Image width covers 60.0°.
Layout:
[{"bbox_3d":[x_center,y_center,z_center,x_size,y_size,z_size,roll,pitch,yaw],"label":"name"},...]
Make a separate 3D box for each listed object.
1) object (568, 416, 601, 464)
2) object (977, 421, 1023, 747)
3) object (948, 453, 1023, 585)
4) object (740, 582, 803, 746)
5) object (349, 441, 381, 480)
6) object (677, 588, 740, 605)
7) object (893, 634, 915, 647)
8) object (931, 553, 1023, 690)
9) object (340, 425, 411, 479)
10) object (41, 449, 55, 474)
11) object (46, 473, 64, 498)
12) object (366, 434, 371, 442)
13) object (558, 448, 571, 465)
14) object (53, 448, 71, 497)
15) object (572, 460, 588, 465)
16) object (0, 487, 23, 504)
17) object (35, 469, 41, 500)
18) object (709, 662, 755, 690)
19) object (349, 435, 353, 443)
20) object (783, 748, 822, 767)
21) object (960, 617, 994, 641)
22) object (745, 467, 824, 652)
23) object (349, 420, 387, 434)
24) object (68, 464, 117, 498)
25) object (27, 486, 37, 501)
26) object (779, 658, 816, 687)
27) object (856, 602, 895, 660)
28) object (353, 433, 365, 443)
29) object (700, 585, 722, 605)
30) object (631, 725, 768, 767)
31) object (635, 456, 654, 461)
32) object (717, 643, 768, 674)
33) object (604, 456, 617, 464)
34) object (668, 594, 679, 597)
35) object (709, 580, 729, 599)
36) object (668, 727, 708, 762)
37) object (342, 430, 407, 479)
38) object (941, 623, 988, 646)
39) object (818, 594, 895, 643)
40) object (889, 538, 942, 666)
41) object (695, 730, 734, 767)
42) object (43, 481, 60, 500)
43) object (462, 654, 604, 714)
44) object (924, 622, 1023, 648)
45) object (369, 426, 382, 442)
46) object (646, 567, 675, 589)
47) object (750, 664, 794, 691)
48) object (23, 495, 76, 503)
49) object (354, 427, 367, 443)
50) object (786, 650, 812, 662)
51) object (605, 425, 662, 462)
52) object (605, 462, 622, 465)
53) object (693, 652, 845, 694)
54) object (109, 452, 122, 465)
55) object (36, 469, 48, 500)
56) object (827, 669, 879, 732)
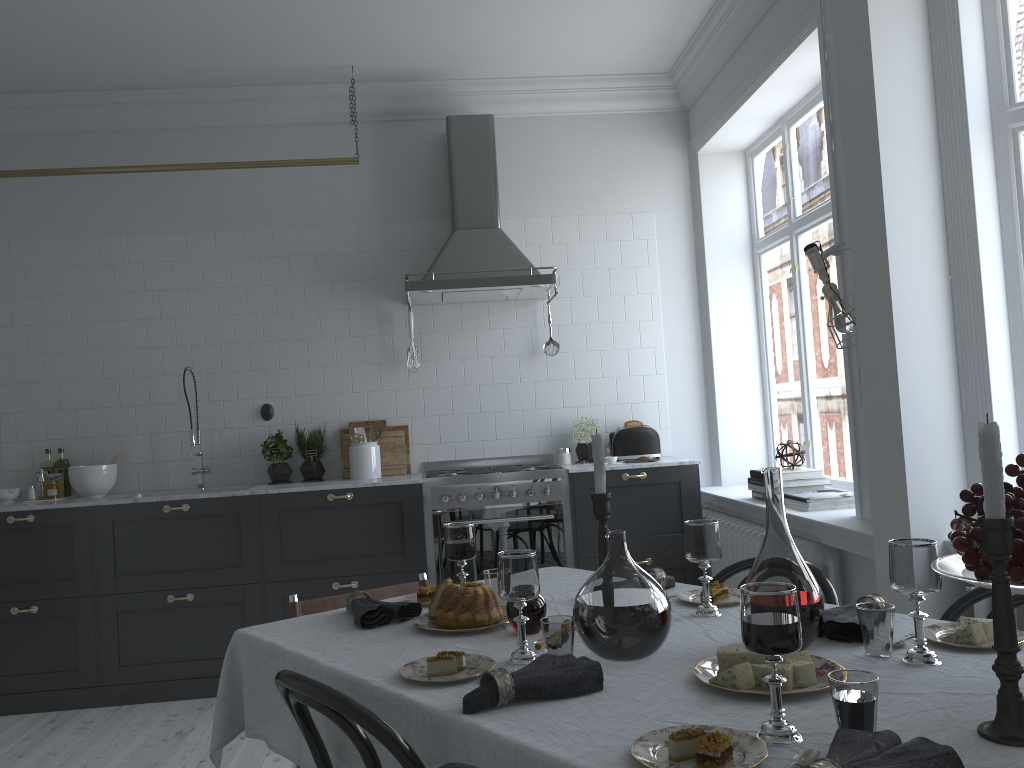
[{"bbox_3d":[0.433,0.324,5.231,0.210,0.283,0.220,-4,-2,8],"label":"object"},{"bbox_3d":[0.675,0.267,1.226,0.089,0.432,0.089,-4,-2,18],"label":"object"},{"bbox_3d":[0.867,0.219,1.407,0.347,0.215,0.318,-2,-3,-43],"label":"object"},{"bbox_3d":[0.374,0.399,1.268,0.083,0.215,0.083,-4,-2,0],"label":"object"},{"bbox_3d":[-0.839,0.437,5.066,0.174,0.208,0.174,-3,-2,-9],"label":"object"},{"bbox_3d":[0.501,0.527,2.185,0.182,0.013,0.182,-3,-2,-5],"label":"object"},{"bbox_3d":[0.757,0.492,1.714,0.031,0.012,0.131,-5,-3,38],"label":"object"},{"bbox_3d":[0.877,0.384,1.412,0.367,0.188,0.367,-5,-3,36],"label":"object"},{"bbox_3d":[-0.805,0.401,5.242,0.400,0.290,0.030,-3,-2,-5],"label":"object"},{"bbox_3d":[-2.636,0.511,5.049,0.066,0.282,0.066,-3,-2,-10],"label":"object"},{"bbox_3d":[-2.573,0.575,4.996,0.077,0.141,0.044,-3,-2,-5],"label":"object"},{"bbox_3d":[-0.818,0.413,5.110,0.050,0.247,0.114,-2,-3,-40],"label":"object"},{"bbox_3d":[0.312,0.426,5.231,0.072,0.095,0.072,-6,-3,40],"label":"object"},{"bbox_3d":[-2.554,0.506,5.051,0.089,0.282,0.082,-3,-2,-5],"label":"object"},{"bbox_3d":[0.393,0.456,5.146,0.091,0.018,0.062,-3,-2,-7],"label":"object"},{"bbox_3d":[-2.787,0.602,4.891,0.159,0.110,0.172,-3,-2,-10],"label":"object"},{"bbox_3d":[-2.640,0.563,4.980,0.059,0.172,0.059,-5,-3,27],"label":"object"},{"bbox_3d":[0.367,0.482,1.484,0.039,0.040,0.078,-2,-3,-30],"label":"object"},{"bbox_3d":[-0.872,0.413,5.059,0.117,0.251,0.061,-5,-3,25],"label":"object"},{"bbox_3d":[0.358,0.495,1.147,0.131,0.012,0.031,-2,-3,-37],"label":"object"},{"bbox_3d":[0.893,0.471,1.712,0.040,0.039,0.077,-2,-3,-35],"label":"object"},{"bbox_3d":[0.520,0.339,1.727,0.152,0.352,0.152,-1,-3,-44],"label":"object"},{"bbox_3d":[-0.840,0.382,5.208,0.220,0.330,0.041,-3,-2,-5],"label":"object"},{"bbox_3d":[-2.346,0.544,4.969,0.247,0.175,0.247,-4,-2,9],"label":"object"},{"bbox_3d":[-2.639,0.603,4.875,0.046,0.084,0.046,-3,-2,-18],"label":"object"},{"bbox_3d":[0.473,0.490,1.511,0.040,0.039,0.077,-2,-3,-35],"label":"object"},{"bbox_3d":[0.669,0.453,1.626,0.066,0.094,0.066,-4,-2,6],"label":"object"},{"bbox_3d":[-0.877,0.407,5.036,0.054,0.262,0.149,-2,-3,-30],"label":"object"},{"bbox_3d":[0.484,0.512,2.156,0.038,0.041,0.057,-5,-3,37],"label":"object"},{"bbox_3d":[0.255,0.504,1.211,0.182,0.013,0.182,-4,-2,10],"label":"object"},{"bbox_3d":[0.737,0.420,4.982,0.119,0.031,0.074,-5,-3,28],"label":"object"},{"bbox_3d":[0.411,0.487,1.554,0.100,0.056,0.056,-4,-2,12],"label":"object"},{"bbox_3d":[0.546,0.422,4.890,0.072,0.040,0.070,-3,-2,-13],"label":"object"},{"bbox_3d":[0.385,0.536,2.230,0.031,0.012,0.131,-5,-3,38],"label":"object"},{"bbox_3d":[0.514,0.514,2.217,0.036,0.039,0.051,-2,-3,-28],"label":"object"},{"bbox_3d":[0.241,0.492,1.215,0.057,0.037,0.021,-3,-2,-24],"label":"object"},{"bbox_3d":[-0.803,0.413,5.185,0.360,0.261,0.053,-3,-2,-5],"label":"object"},{"bbox_3d":[0.858,0.471,1.687,0.039,0.040,0.078,-2,-3,-30],"label":"object"},{"bbox_3d":[0.686,0.479,1.848,0.165,0.061,0.247,-5,-3,35],"label":"object"},{"bbox_3d":[0.724,0.389,1.584,0.083,0.215,0.083,-3,-2,-10],"label":"object"},{"bbox_3d":[0.270,0.489,1.187,0.036,0.039,0.051,-5,-3,35],"label":"object"},{"bbox_3d":[-2.541,0.589,4.894,0.078,0.101,0.078,-5,-2,24],"label":"object"},{"bbox_3d":[0.049,0.506,1.509,0.165,0.061,0.247,-5,-3,35],"label":"object"},{"bbox_3d":[0.878,0.483,1.693,0.182,0.013,0.182,-3,-2,-5],"label":"object"},{"bbox_3d":[-0.811,0.390,5.109,0.131,0.296,0.056,-3,-3,-25],"label":"object"},{"bbox_3d":[0.306,0.522,2.328,0.165,0.061,0.247,-5,-3,35],"label":"object"},{"bbox_3d":[0.429,0.489,1.472,0.077,0.040,0.040,-4,-2,14],"label":"object"},{"bbox_3d":[-2.584,0.643,4.957,0.180,0.008,0.272,-3,-2,-5],"label":"object"},{"bbox_3d":[-0.845,0.392,5.078,0.064,0.290,0.141,-2,-3,-31],"label":"object"},{"bbox_3d":[0.492,0.487,1.569,0.039,0.040,0.077,-3,-3,-25],"label":"object"},{"bbox_3d":[0.717,0.346,5.255,0.326,0.207,0.219,-4,-2,0],"label":"object"},{"bbox_3d":[0.549,0.442,4.890,0.126,0.008,0.126,-5,-2,22],"label":"object"},{"bbox_3d":[0.443,0.503,1.531,0.251,0.018,0.251,-3,-2,-5],"label":"object"},{"bbox_3d":[-2.291,0.503,5.004,0.042,0.232,0.209,-5,-3,36],"label":"object"},{"bbox_3d":[-2.607,0.559,4.924,0.059,0.172,0.059,-5,-3,27],"label":"object"},{"bbox_3d":[0.473,0.449,1.222,0.066,0.094,0.066,-3,-2,-16],"label":"object"}]
